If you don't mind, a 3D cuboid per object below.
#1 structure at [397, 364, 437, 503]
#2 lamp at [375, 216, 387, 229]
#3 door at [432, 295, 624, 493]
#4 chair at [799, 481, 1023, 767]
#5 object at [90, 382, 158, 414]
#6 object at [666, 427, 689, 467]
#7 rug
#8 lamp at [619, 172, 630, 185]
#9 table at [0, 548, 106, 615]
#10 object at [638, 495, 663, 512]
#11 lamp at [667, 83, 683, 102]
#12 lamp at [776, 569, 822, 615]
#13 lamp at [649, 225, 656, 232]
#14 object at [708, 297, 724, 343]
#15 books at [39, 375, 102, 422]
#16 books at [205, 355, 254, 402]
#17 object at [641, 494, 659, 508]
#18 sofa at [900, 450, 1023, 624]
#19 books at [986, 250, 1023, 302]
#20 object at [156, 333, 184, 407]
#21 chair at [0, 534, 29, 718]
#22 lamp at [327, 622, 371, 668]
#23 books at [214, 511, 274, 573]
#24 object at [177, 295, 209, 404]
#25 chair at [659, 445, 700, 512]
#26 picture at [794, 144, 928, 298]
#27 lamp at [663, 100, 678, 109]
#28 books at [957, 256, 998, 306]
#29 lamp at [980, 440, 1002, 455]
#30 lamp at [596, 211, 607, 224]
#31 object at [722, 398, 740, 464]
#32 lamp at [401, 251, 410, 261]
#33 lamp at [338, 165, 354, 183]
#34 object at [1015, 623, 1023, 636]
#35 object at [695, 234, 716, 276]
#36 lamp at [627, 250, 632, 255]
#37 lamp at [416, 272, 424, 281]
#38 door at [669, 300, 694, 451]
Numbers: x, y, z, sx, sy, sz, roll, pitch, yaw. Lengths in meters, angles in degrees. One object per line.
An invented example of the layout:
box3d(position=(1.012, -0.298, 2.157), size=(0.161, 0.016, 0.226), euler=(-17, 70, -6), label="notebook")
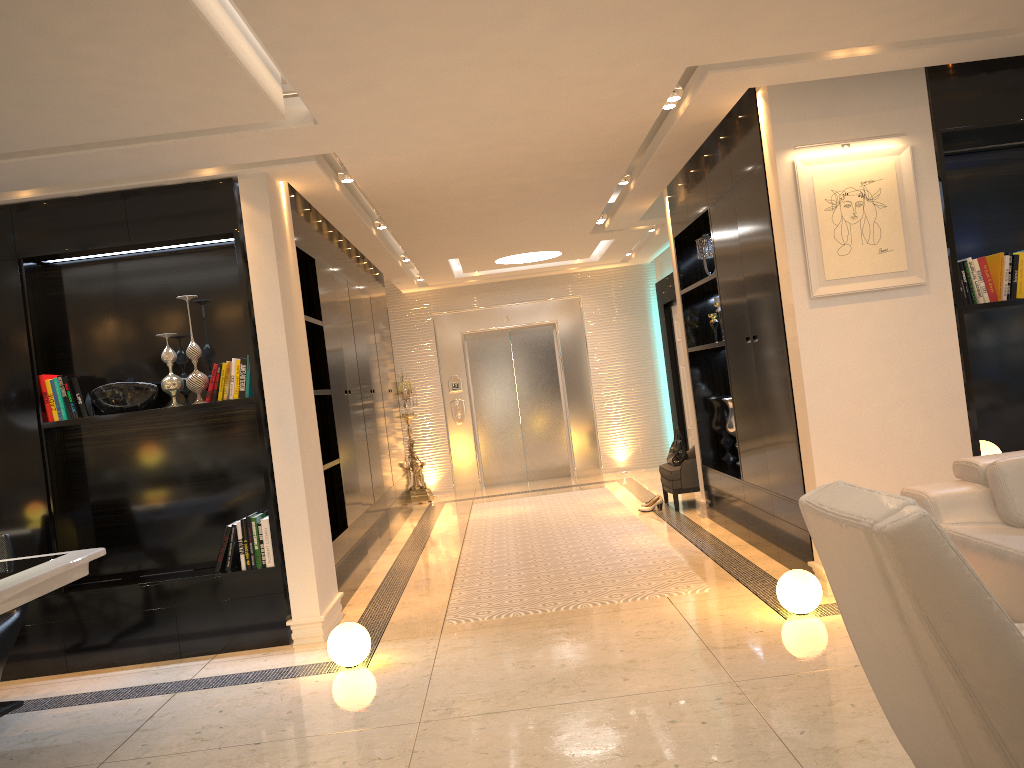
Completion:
box3d(position=(-1.133, 0.594, 10.929), size=(0.382, 1.715, 0.811), euler=(-7, 0, 23), label="structure")
box3d(position=(-1.055, -1.313, 7.145), size=(0.107, 0.127, 0.107), euler=(-7, 0, -20), label="lamp")
box3d(position=(-2.005, -5.497, 2.027), size=(83.408, 24.296, 83.408), euler=(-7, 0, 21), label="door")
box3d(position=(1.164, 0.649, 1.767), size=(0.983, 0.991, 1.027), euler=(-7, 0, -1), label="chair")
box3d(position=(-2.193, 0.081, 5.028), size=(0.375, 0.177, 0.193), euler=(-7, 0, 0), label="object")
box3d(position=(1.504, 0.565, 8.111), size=(0.168, 0.345, 0.366), euler=(-7, 0, -2), label="object")
box3d(position=(0.342, 1.253, 7.467), size=(1.526, 0.015, 5.025), euler=(-7, 0, -1), label="rug")
box3d(position=(0.824, -1.547, 6.592), size=(0.107, 0.127, 0.107), euler=(-7, 0, -20), label="lamp")
box3d(position=(-3.353, 1.328, 3.528), size=(3.031, 0.759, 1.293), euler=(-7, 0, -1), label="table")
box3d(position=(1.250, 1.082, 7.998), size=(0.235, 0.135, 0.084), euler=(-7, 0, 1), label="object")
box3d(position=(0.842, -1.552, 4.663), size=(0.107, 0.127, 0.107), euler=(-7, 0, -20), label="lamp")
box3d(position=(1.404, 1.015, 4.337), size=(0.213, 0.214, 0.212), euler=(-7, 0, 39), label="lamp")
box3d(position=(1.409, -1.616, 9.028), size=(0.107, 0.127, 0.107), euler=(-7, 0, -20), label="lamp")
box3d(position=(1.593, -0.491, 6.877), size=(0.079, 0.361, 0.176), euler=(-7, 0, -20), label="object")
box3d(position=(-2.509, 0.071, 5.041), size=(0.236, 0.270, 0.210), euler=(-7, 0, -1), label="books")
box3d(position=(-1.593, -0.027, 5.053), size=(0.290, 0.238, 0.189), euler=(-7, 0, -2), label="books")
box3d(position=(1.286, 1.078, 8.188), size=(0.084, 0.135, 0.235), euler=(-7, 0, -43), label="object")
box3d(position=(2.843, 0.563, 3.283), size=(2.328, 0.754, 1.145), euler=(-7, 0, -1), label="sofa")
box3d(position=(2.684, -0.579, 4.829), size=(0.210, 0.261, 0.212), euler=(-7, 0, -1), label="books")
box3d(position=(-1.946, -0.076, 5.058), size=(0.121, 0.416, 0.121), euler=(-7, 0, -6), label="object")
box3d(position=(-2.623, 1.190, 4.197), size=(0.523, 0.858, 0.496), euler=(-7, 0, -1), label="chair")
box3d(position=(-0.806, 1.289, 4.390), size=(0.213, 0.214, 0.212), euler=(-7, 0, 39), label="lamp")
box3d(position=(-1.509, 0.891, 5.038), size=(0.345, 0.296, 0.222), euler=(-7, 0, -1), label="books")
box3d(position=(-1.807, -0.191, 5.033), size=(0.121, 0.612, 0.121), euler=(-7, 0, -6), label="object")
box3d(position=(1.700, 0.639, 8.101), size=(0.702, 0.898, 0.625), euler=(-7, 0, 1), label="chair")
box3d(position=(1.801, -0.843, 4.587), size=(0.610, 0.729, 0.027), euler=(-7, 0, -1), label="picture")
box3d(position=(0.841, -1.552, 4.791), size=(0.107, 0.127, 0.107), euler=(-7, 0, -20), label="lamp")
box3d(position=(2.453, -0.555, 4.822), size=(0.240, 0.270, 0.208), euler=(-7, 0, -1), label="books")
box3d(position=(2.605, 0.420, 4.919), size=(0.213, 0.214, 0.212), euler=(-7, 0, 39), label="lamp")
box3d(position=(0.806, -1.542, 8.124), size=(0.107, 0.127, 0.235), euler=(-7, 0, -1), label="lamp")
box3d(position=(1.810, 0.367, 7.038), size=(0.221, 0.522, 0.221), euler=(-7, 0, 4), label="object")
box3d(position=(-1.079, -1.308, 8.995), size=(0.107, 0.127, 0.107), euler=(-7, 0, 18), label="lamp")
box3d(position=(-1.032, -1.319, 5.524), size=(0.107, 0.127, 0.107), euler=(-7, 0, -20), label="lamp")
box3d(position=(1.244, 0.838, 1.561), size=(0.972, 0.580, 1.347), euler=(-7, 0, 36), label="object")
box3d(position=(1.464, -0.947, 6.626), size=(0.155, 0.347, 0.155), euler=(-7, 0, -21), label="object")
box3d(position=(1.388, -1.611, 10.649), size=(0.107, 0.127, 0.107), euler=(-7, 0, -20), label="lamp")
box3d(position=(-1.100, -1.302, 10.616), size=(0.107, 0.127, 0.107), euler=(-7, 0, -20), label="lamp")
box3d(position=(2.053, 0.027, 10.337), size=(0.089, 2.034, 0.919), euler=(-7, 0, -1), label="door")
